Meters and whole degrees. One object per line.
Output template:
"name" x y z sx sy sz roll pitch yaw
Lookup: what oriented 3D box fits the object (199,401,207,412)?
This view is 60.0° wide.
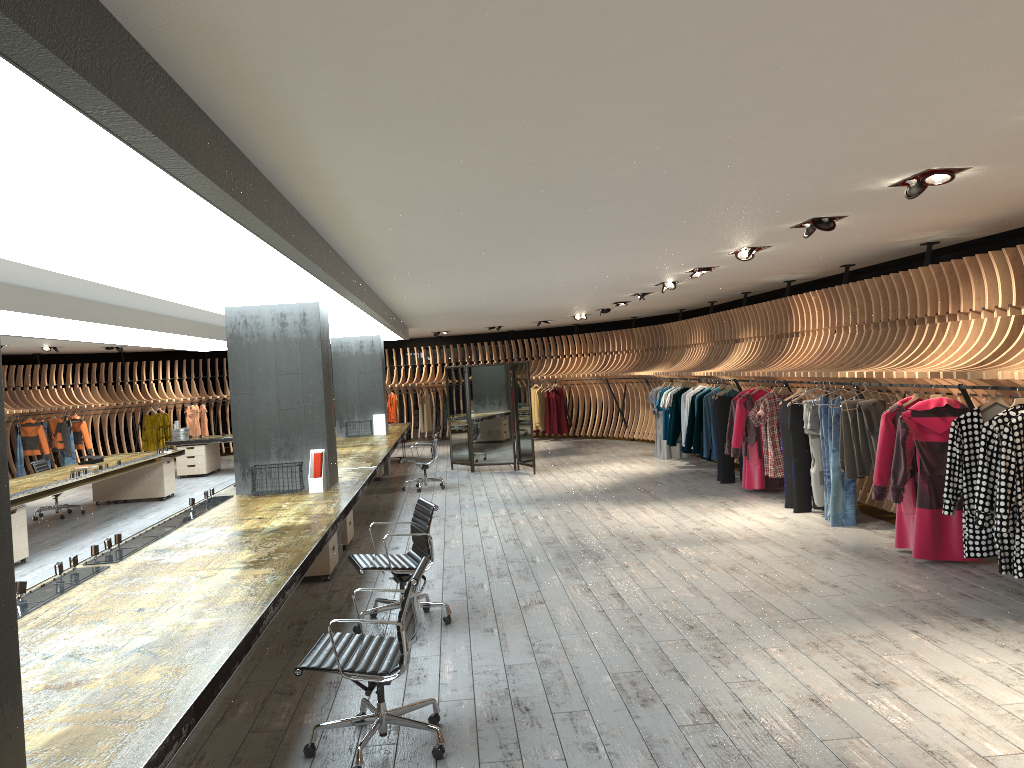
"object" -7.642 0.560 21.917 0.012 0.270 0.525 -4 1 -39

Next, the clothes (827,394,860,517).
"clothes" 3.396 0.756 9.103 0.277 1.292 0.316 -4 0 -40

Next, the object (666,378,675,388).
"object" 2.874 0.020 15.875 0.525 0.270 0.012 -4 0 -19

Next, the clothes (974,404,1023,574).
"clothes" 3.580 0.713 6.169 0.773 1.160 0.191 -4 0 -4

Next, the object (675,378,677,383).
"object" 2.892 0.026 15.569 0.525 0.270 0.012 -3 0 21

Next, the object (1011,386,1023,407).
"object" 3.529 0.150 6.148 0.525 0.270 0.012 -4 0 -4

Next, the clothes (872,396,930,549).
"clothes" 3.486 0.755 7.513 0.839 1.312 0.321 -3 0 15

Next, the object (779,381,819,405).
"object" 3.271 0.097 10.013 0.525 0.270 0.012 -3 0 36

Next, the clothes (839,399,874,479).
"clothes" 3.361 0.537 8.666 0.278 0.767 0.263 -4 0 3

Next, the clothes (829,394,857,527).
"clothes" 3.357 0.881 8.954 0.373 1.536 0.312 -4 0 7

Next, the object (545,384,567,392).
"object" 1.029 0.045 21.059 0.525 0.270 0.012 -4 0 -4

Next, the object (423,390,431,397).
"object" -2.220 0.213 22.984 0.012 0.270 0.525 -4 1 16

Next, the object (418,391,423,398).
"object" -2.350 0.220 22.993 0.012 0.270 0.525 -4 1 11

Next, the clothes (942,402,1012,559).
"clothes" 3.546 0.710 6.460 0.772 1.160 0.191 -3 0 16

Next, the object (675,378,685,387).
"object" 2.899 0.029 15.328 0.525 0.270 0.012 -3 0 1

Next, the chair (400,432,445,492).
"chair" -1.403 1.203 13.744 0.667 0.859 0.693 -4 0 -8

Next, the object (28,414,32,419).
"object" -10.088 0.768 18.558 0.525 0.270 0.012 -3 0 11

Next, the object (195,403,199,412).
"object" -7.782 0.570 21.833 0.012 0.270 0.525 -4 1 -34

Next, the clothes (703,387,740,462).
"clothes" 3.122 0.572 12.872 0.715 1.088 0.257 -4 0 2

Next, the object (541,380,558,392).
"object" 0.915 0.051 21.172 0.525 0.270 0.012 -4 0 -29

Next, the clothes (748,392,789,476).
"clothes" 3.247 0.599 10.734 0.760 1.020 0.187 -4 0 -3

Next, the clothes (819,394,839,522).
"clothes" 3.356 0.869 9.247 0.277 1.543 0.316 -4 0 -5

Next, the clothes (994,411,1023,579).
"clothes" 3.583 0.717 5.945 0.773 1.160 0.191 -4 0 -14

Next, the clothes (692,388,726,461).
"clothes" 3.096 0.597 13.185 0.914 1.081 0.238 -4 0 -4

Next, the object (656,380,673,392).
"object" 2.842 0.019 16.047 0.525 0.270 0.012 -3 0 11

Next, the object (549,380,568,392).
"object" 1.092 0.043 20.980 0.525 0.270 0.012 -4 0 -29

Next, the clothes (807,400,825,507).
"clothes" 3.310 0.737 9.495 0.278 1.141 0.172 -4 0 3

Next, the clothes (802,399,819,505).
"clothes" 3.316 0.737 9.602 0.273 1.143 0.170 -3 0 28

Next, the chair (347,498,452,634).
"chair" -0.841 1.297 6.342 0.668 0.859 0.693 -4 0 -28

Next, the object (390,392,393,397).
"object" -3.135 0.264 23.130 0.012 0.270 0.525 -4 1 -24

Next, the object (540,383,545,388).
"object" 0.739 0.054 21.335 0.012 0.270 0.525 -4 1 36

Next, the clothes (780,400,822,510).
"clothes" 3.311 0.844 10.010 0.539 1.353 0.087 -3 0 36

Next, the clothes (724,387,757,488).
"clothes" 3.199 0.697 11.642 0.840 1.312 0.321 -4 0 -5

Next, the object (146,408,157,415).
"object" -8.579 0.635 21.106 0.525 0.270 0.012 -3 0 26

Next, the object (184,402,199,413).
"object" -7.876 0.577 21.759 0.525 0.270 0.012 -3 0 31

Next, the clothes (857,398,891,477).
"clothes" 3.494 0.525 8.502 0.336 0.776 0.255 -3 0 11

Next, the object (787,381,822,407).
"object" 3.294 0.100 9.801 0.525 0.270 0.012 -4 0 -4

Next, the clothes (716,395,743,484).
"clothes" 3.142 0.813 12.397 0.539 1.353 0.087 -4 0 1

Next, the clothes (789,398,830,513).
"clothes" 3.342 0.846 9.808 0.539 1.353 0.087 -4 0 -4

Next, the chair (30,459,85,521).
"chair" -6.732 1.540 13.180 0.668 0.859 0.693 -4 0 -18

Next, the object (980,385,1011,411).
"object" 3.535 0.144 6.474 0.525 0.270 0.012 -3 0 16

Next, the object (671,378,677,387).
"object" 2.864 0.036 15.433 0.523 0.288 0.015 -3 0 6

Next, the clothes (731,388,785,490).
"clothes" 3.218 0.701 11.352 0.839 1.312 0.321 -3 0 5

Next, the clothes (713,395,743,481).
"clothes" 3.148 0.810 12.589 0.539 1.353 0.087 -3 0 21

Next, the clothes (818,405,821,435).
"clothes" 3.374 0.737 9.392 0.170 1.143 0.273 -3 0 43

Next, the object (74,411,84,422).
"object" -9.650 0.723 19.604 0.525 0.270 0.012 -3 0 26

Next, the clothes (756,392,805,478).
"clothes" 3.247 0.600 10.511 0.760 1.030 0.179 -4 0 -18

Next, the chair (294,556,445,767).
"chair" -0.689 1.323 4.270 0.667 0.859 0.693 -4 0 -8

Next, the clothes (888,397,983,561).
"clothes" 3.507 0.759 7.225 0.839 1.312 0.321 -3 0 25

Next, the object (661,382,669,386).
"object" 2.823 0.015 16.328 0.525 0.270 0.012 -3 0 11

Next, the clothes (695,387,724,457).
"clothes" 3.092 0.567 13.310 0.715 1.088 0.257 -4 0 -8

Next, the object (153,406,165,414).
"object" -8.457 0.625 21.242 0.525 0.270 0.012 -3 0 26

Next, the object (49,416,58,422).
"object" -9.874 0.748 19.111 0.525 0.270 0.012 -3 0 16

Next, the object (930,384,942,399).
"object" 3.450 0.137 7.208 0.525 0.270 0.012 -3 0 26

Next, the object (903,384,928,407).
"object" 3.463 0.131 7.532 0.525 0.270 0.012 -3 0 16

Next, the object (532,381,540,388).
"object" 0.584 0.061 21.494 0.525 0.270 0.012 -4 0 -4

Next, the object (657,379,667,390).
"object" 2.825 0.018 16.183 0.525 0.270 0.012 -4 0 -14
